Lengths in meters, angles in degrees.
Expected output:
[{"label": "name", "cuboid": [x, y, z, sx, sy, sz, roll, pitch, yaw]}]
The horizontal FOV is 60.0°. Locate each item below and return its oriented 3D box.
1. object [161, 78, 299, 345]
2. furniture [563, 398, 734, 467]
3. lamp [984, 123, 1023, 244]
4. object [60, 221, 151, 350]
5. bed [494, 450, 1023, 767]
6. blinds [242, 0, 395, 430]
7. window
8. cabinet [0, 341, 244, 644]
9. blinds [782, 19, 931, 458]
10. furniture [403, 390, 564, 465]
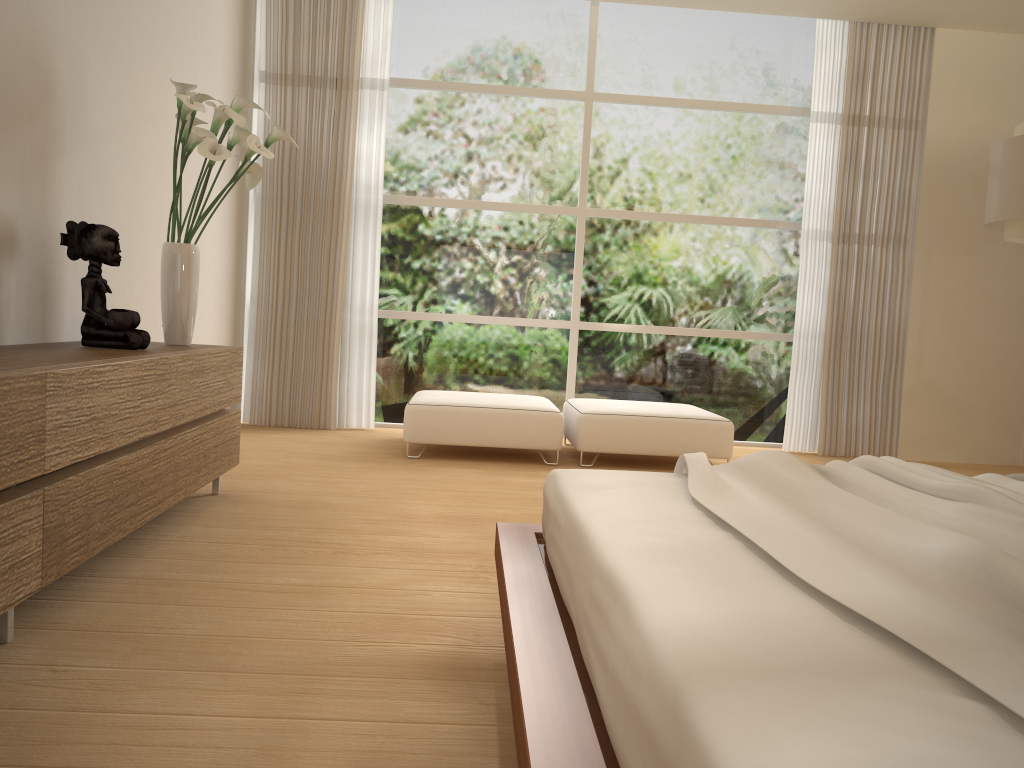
[{"label": "object", "cuboid": [-1.230, -0.698, 3.707, 0.515, 1.085, 0.608, -1, 6, -45]}, {"label": "furniture", "cuboid": [0.843, 0.314, 5.773, 0.965, 0.346, 0.964, 3, 4, -3]}, {"label": "lamp", "cuboid": [2.862, -0.327, 4.647, 0.817, 2.018, 0.817, 7, 5, 40]}, {"label": "object", "cuboid": [-1.468, -0.358, 3.224, 0.282, 0.453, 0.181, 3, 4, -3]}, {"label": "bed", "cuboid": [1.275, 0.529, 1.538, 2.535, 0.570, 2.599, 3, 4, -3]}, {"label": "blinds", "cuboid": [-1.369, -1.357, 6.255, 0.950, 3.352, 0.211, 3, 4, -4]}, {"label": "window", "cuboid": [0.517, -1.282, 6.611, 4.781, 3.371, 0.071, 3, 4, -3]}, {"label": "cabinet", "cuboid": [-1.419, 0.284, 2.117, 0.588, 0.662, 3.713, 3, 4, -3]}, {"label": "blinds", "cuboid": [2.505, -1.143, 6.409, 0.814, 3.351, 0.202, 3, 4, -4]}, {"label": "furniture", "cuboid": [-0.190, 0.258, 5.718, 0.965, 0.346, 0.964, 3, 4, -3]}]
